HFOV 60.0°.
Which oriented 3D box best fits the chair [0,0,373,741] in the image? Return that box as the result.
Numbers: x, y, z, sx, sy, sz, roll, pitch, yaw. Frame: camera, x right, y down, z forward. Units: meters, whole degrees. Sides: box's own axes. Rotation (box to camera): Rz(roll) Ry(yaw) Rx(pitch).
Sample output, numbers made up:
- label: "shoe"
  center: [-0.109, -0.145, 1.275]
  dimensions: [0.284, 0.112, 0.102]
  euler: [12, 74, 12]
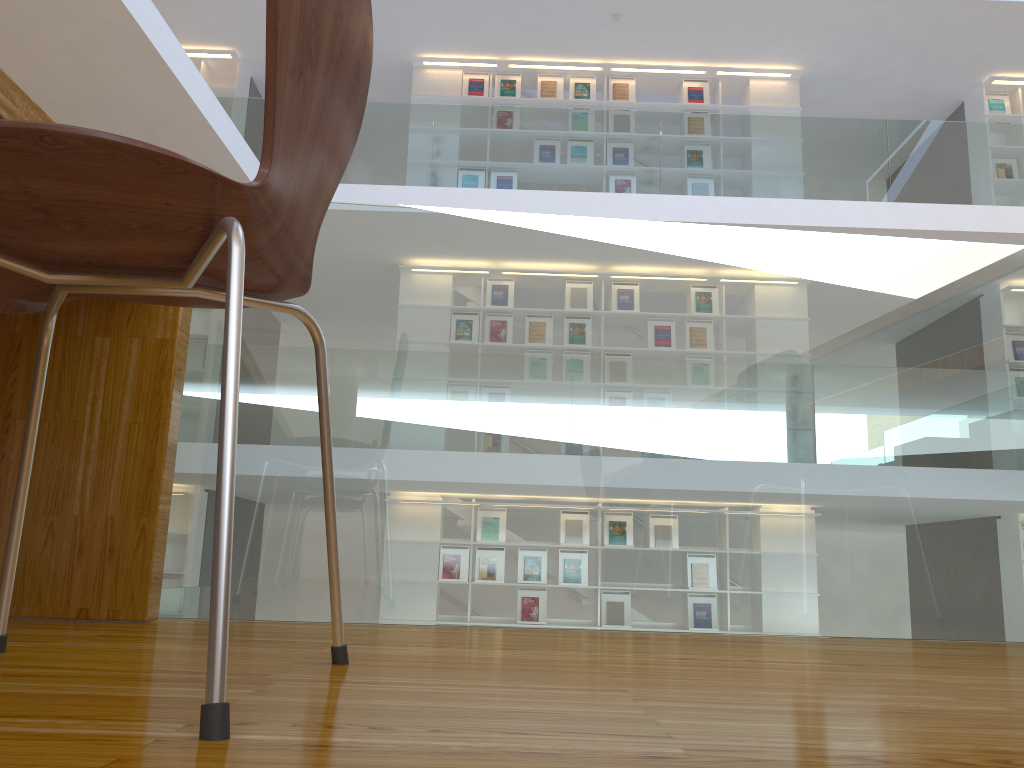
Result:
- label: "chair"
  center: [-0.347, -0.090, 0.798]
  dimensions: [0.381, 0.693, 0.428]
  euler: [2, -12, 0]

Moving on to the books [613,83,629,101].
- label: "books"
  center: [1.029, -2.746, 8.370]
  dimensions: [0.145, 0.210, 0.037]
  euler: [2, -12, 0]

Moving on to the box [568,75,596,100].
- label: "box"
  center: [0.671, -2.774, 8.479]
  dimensions: [0.245, 0.296, 0.274]
  euler: [2, -12, 0]

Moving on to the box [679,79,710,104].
- label: "box"
  center: [1.743, -2.738, 8.479]
  dimensions: [0.245, 0.296, 0.274]
  euler: [2, -12, 0]

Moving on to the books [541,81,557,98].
- label: "books"
  center: [0.348, -2.769, 8.370]
  dimensions: [0.145, 0.210, 0.037]
  euler: [2, -12, 0]

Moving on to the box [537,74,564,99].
- label: "box"
  center: [0.364, -2.785, 8.479]
  dimensions: [0.245, 0.296, 0.274]
  euler: [2, -12, 0]

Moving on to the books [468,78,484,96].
- label: "books"
  center: [-0.338, -2.790, 8.369]
  dimensions: [0.145, 0.210, 0.037]
  euler: [2, -12, 0]

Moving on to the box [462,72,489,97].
- label: "box"
  center: [-0.346, -2.807, 8.479]
  dimensions: [0.245, 0.296, 0.274]
  euler: [2, -12, 0]

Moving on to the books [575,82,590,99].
- label: "books"
  center: [0.664, -2.751, 8.368]
  dimensions: [0.145, 0.210, 0.037]
  euler: [2, -12, 0]

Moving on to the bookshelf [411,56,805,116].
- label: "bookshelf"
  center: [0.865, -2.110, 8.341]
  dimensions: [3.666, 1.836, 0.498]
  euler: [2, -12, 0]

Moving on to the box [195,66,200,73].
- label: "box"
  center: [-3.152, -2.891, 8.541]
  dimensions: [0.245, 0.296, 0.274]
  euler: [2, -12, 0]

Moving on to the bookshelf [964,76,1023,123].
- label: "bookshelf"
  center: [5.925, -1.940, 8.337]
  dimensions: [2.984, 1.836, 0.498]
  euler: [2, -12, 0]

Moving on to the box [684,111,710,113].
- label: "box"
  center: [1.740, -2.416, 8.413]
  dimensions: [0.245, 0.296, 0.274]
  euler: [2, -12, 0]

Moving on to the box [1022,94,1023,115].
- label: "box"
  center: [5.022, -2.615, 8.539]
  dimensions: [0.245, 0.296, 0.274]
  euler: [2, -12, 0]

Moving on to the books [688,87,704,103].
- label: "books"
  center: [1.734, -2.708, 8.367]
  dimensions: [0.145, 0.210, 0.037]
  euler: [2, -12, 0]

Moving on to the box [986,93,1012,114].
- label: "box"
  center: [4.625, -2.628, 8.539]
  dimensions: [0.245, 0.296, 0.274]
  euler: [2, -12, 0]

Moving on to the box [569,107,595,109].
- label: "box"
  center: [0.653, -2.453, 8.413]
  dimensions: [0.245, 0.296, 0.274]
  euler: [2, -12, 0]

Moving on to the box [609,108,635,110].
- label: "box"
  center: [1.030, -2.440, 8.413]
  dimensions: [0.245, 0.296, 0.274]
  euler: [2, -12, 0]

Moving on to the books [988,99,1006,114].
- label: "books"
  center: [4.616, -2.617, 8.432]
  dimensions: [0.145, 0.210, 0.037]
  euler: [2, -12, 0]

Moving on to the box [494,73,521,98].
- label: "box"
  center: [-0.039, -2.799, 8.479]
  dimensions: [0.245, 0.296, 0.274]
  euler: [2, -12, 0]

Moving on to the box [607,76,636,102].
- label: "box"
  center: [1.044, -2.762, 8.479]
  dimensions: [0.245, 0.296, 0.274]
  euler: [2, -12, 0]

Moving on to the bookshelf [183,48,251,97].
- label: "bookshelf"
  center: [-4.099, -2.279, 8.339]
  dimensions: [2.984, 1.836, 0.498]
  euler: [2, -12, 0]

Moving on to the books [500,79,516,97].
- label: "books"
  center: [-0.037, -2.779, 8.366]
  dimensions: [0.145, 0.210, 0.037]
  euler: [2, -12, 0]
